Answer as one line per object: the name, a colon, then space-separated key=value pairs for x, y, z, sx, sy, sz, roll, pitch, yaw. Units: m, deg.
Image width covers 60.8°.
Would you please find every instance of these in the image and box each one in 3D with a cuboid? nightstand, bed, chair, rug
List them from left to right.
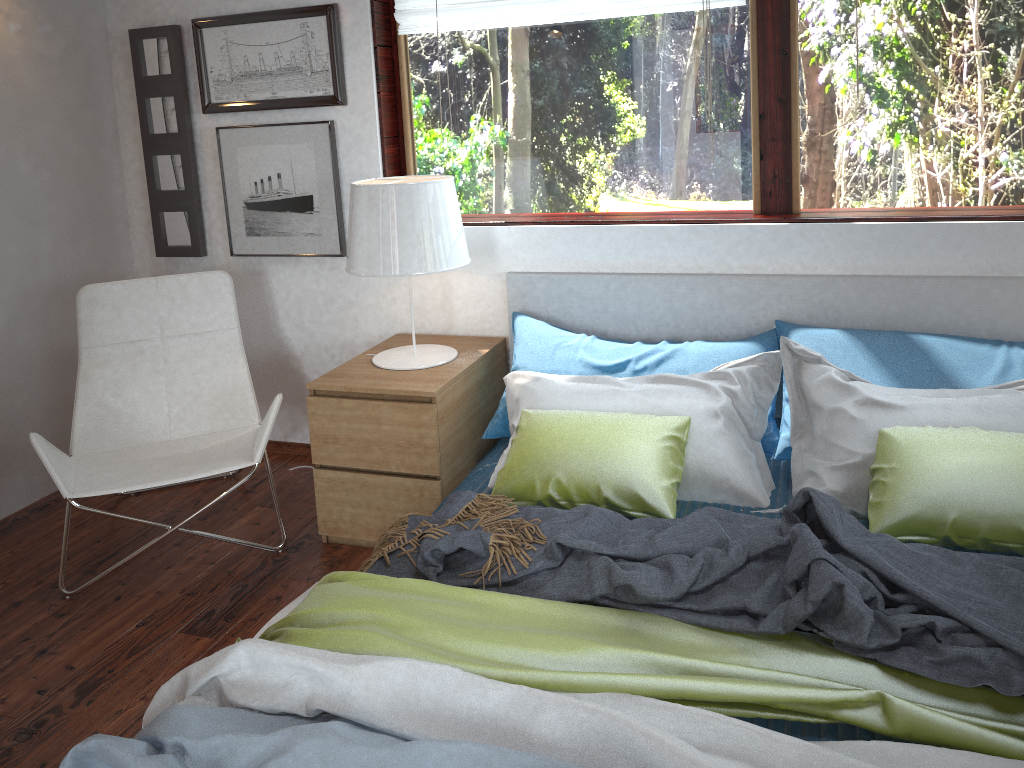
chair: x=-1.110 y=0.094 z=2.803 sx=0.702 sy=0.775 sz=0.821 roll=-7 pitch=13 yaw=-19
nightstand: x=-0.308 y=0.181 z=2.885 sx=0.428 sy=0.526 sz=0.630 roll=1 pitch=14 yaw=20
bed: x=0.528 y=0.419 z=1.598 sx=2.141 sy=0.746 sz=2.667 roll=3 pitch=18 yaw=20
rug: x=0.397 y=0.906 z=1.187 sx=2.714 sy=0.047 sz=1.866 roll=3 pitch=18 yaw=19

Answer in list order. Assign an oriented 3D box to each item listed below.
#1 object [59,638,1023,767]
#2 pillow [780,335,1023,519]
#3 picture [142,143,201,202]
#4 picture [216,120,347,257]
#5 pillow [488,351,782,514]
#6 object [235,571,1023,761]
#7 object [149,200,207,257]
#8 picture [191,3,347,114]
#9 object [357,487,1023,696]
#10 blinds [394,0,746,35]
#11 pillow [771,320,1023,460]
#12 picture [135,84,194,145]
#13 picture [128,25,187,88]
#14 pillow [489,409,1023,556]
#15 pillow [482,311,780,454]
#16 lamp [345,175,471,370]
object: x=0.278 y=0.706 z=1.121 sx=2.154 sy=0.366 sz=0.556 roll=1 pitch=15 yaw=15
pillow: x=1.084 y=0.117 z=2.120 sx=0.852 sy=0.380 sz=0.372 roll=1 pitch=13 yaw=14
picture: x=-1.345 y=-0.834 z=3.442 sx=0.223 sy=0.219 sz=0.041 roll=1 pitch=9 yaw=20
picture: x=-0.873 y=-0.727 z=3.286 sx=0.505 sy=0.492 sz=0.044 roll=1 pitch=9 yaw=20
pillow: x=0.323 y=0.108 z=2.411 sx=0.872 sy=0.349 sz=0.489 roll=1 pitch=15 yaw=15
object: x=0.434 y=0.649 z=1.454 sx=2.105 sy=0.435 sz=0.508 roll=2 pitch=14 yaw=16
object: x=-1.331 y=-0.618 z=3.475 sx=0.223 sy=0.219 sz=0.041 roll=1 pitch=9 yaw=20
picture: x=-0.908 y=-1.195 z=3.228 sx=0.626 sy=0.353 sz=0.043 roll=2 pitch=9 yaw=20
object: x=0.548 y=0.436 z=1.618 sx=2.134 sy=0.395 sz=0.649 roll=6 pitch=17 yaw=28
blinds: x=0.154 y=-1.468 z=2.932 sx=1.236 sy=0.482 sz=0.056 roll=3 pitch=9 yaw=20
pillow: x=1.195 y=0.028 z=2.419 sx=0.921 sy=0.309 sz=0.379 roll=2 pitch=14 yaw=18
picture: x=-1.358 y=-1.050 z=3.410 sx=0.223 sy=0.219 sz=0.041 roll=1 pitch=9 yaw=20
picture: x=-1.372 y=-1.266 z=3.377 sx=0.223 sy=0.219 sz=0.041 roll=1 pitch=9 yaw=20
pillow: x=0.628 y=0.205 z=2.098 sx=1.379 sy=0.213 sz=0.322 roll=3 pitch=16 yaw=19
pillow: x=0.382 y=-0.023 z=2.711 sx=0.912 sy=0.320 sz=0.359 roll=2 pitch=14 yaw=18
lamp: x=-0.334 y=-0.371 z=2.830 sx=0.406 sy=0.573 sz=0.419 roll=0 pitch=11 yaw=17
